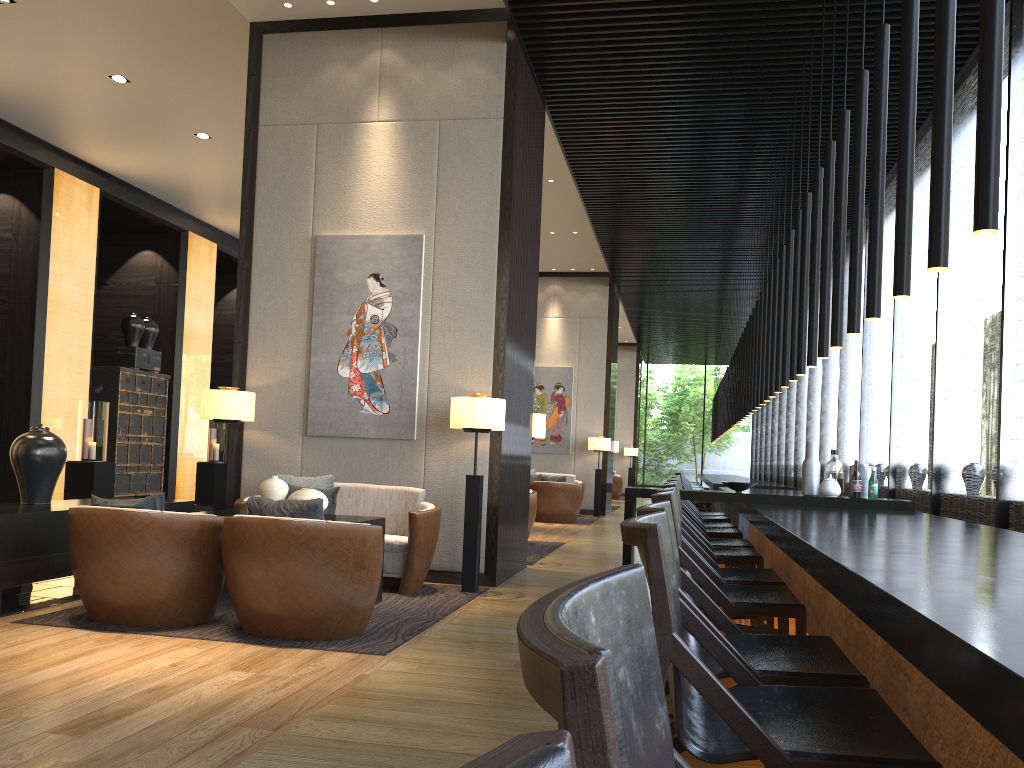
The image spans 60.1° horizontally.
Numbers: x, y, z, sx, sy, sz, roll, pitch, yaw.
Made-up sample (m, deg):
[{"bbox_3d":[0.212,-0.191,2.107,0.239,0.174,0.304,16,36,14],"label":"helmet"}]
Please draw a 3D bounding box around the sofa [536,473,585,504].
[{"bbox_3d":[0.499,1.838,14.852,1.448,0.692,0.604,2,-3,11],"label":"sofa"}]

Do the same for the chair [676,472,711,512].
[{"bbox_3d":[2.581,1.674,12.609,0.563,0.826,0.527,2,-2,11],"label":"chair"}]

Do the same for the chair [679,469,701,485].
[{"bbox_3d":[4.354,2.509,21.737,0.563,0.826,0.527,2,-2,11],"label":"chair"}]

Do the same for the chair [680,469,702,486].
[{"bbox_3d":[4.040,2.361,20.122,0.563,0.826,0.527,2,-2,11],"label":"chair"}]

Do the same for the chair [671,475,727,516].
[{"bbox_3d":[1.772,1.293,8.446,0.563,0.826,0.527,2,-2,11],"label":"chair"}]

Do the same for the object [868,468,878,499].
[{"bbox_3d":[2.255,0.620,5.527,0.056,0.197,0.056,2,-2,13],"label":"object"}]

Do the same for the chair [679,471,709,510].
[{"bbox_3d":[2.785,1.770,13.660,0.563,0.826,0.527,2,-2,11],"label":"chair"}]

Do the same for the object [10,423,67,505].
[{"bbox_3d":[-2.910,0.489,5.437,0.311,0.492,0.312,1,-3,30],"label":"object"}]

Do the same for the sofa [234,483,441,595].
[{"bbox_3d":[-1.193,1.042,6.146,1.448,0.692,0.604,2,-3,11],"label":"sofa"}]

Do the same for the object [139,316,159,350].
[{"bbox_3d":[-5.231,-0.728,12.686,0.311,0.492,0.312,3,-2,-8],"label":"object"}]

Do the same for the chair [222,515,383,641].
[{"bbox_3d":[-1.069,0.944,4.372,0.803,0.603,0.608,2,-3,11],"label":"chair"}]

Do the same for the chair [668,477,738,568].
[{"bbox_3d":[1.469,1.150,6.888,0.563,0.826,0.527,2,-2,11],"label":"chair"}]

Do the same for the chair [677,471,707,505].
[{"bbox_3d":[3.099,1.918,15.276,0.563,0.826,0.527,2,-2,11],"label":"chair"}]

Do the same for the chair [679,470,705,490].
[{"bbox_3d":[3.413,2.066,16.891,0.563,0.826,0.527,2,-2,11],"label":"chair"}]

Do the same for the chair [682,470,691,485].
[{"bbox_3d":[4.150,2.413,20.686,0.563,0.826,0.527,2,-2,11],"label":"chair"}]

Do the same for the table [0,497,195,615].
[{"bbox_3d":[-2.754,1.001,5.460,0.620,0.512,1.966,2,-5,11],"label":"table"}]

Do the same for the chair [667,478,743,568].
[{"bbox_3d":[1.360,1.099,6.324,0.563,0.826,0.527,2,-2,11],"label":"chair"}]

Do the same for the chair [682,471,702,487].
[{"bbox_3d":[3.836,2.265,19.071,0.563,0.826,0.527,2,-2,11],"label":"chair"}]

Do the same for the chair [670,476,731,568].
[{"bbox_3d":[1.662,1.241,7.882,0.563,0.826,0.527,2,-2,11],"label":"chair"}]

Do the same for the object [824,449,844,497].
[{"bbox_3d":[2.098,0.579,5.766,0.129,0.305,0.129,3,-2,-3],"label":"object"}]

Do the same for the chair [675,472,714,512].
[{"bbox_3d":[2.471,1.622,12.045,0.563,0.826,0.527,2,-2,11],"label":"chair"}]

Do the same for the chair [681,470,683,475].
[{"bbox_3d":[3.208,1.969,15.840,0.563,0.826,0.527,2,-2,11],"label":"chair"}]

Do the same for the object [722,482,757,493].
[{"bbox_3d":[1.490,0.681,5.818,0.227,0.067,0.228,1,-5,14],"label":"object"}]

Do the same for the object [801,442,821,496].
[{"bbox_3d":[1.944,0.552,5.752,0.113,0.344,0.113,2,-2,6],"label":"object"}]

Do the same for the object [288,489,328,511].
[{"bbox_3d":[-1.240,0.720,5.371,0.245,0.167,0.246,1,-4,14],"label":"object"}]

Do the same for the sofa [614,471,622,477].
[{"bbox_3d":[2.220,2.649,23.709,1.448,0.692,0.604,2,-3,11],"label":"sofa"}]

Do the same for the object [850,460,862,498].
[{"bbox_3d":[2.170,0.601,5.584,0.067,0.237,0.067,2,-2,5],"label":"object"}]

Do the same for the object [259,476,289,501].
[{"bbox_3d":[-1.442,0.673,5.355,0.171,0.235,0.171,5,-4,-44],"label":"object"}]

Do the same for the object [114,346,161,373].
[{"bbox_3d":[-5.273,-0.339,12.504,0.365,0.314,0.608,2,-4,11],"label":"object"}]

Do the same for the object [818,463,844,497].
[{"bbox_3d":[2.016,0.606,5.610,0.135,0.217,0.136,2,-2,-2],"label":"object"}]

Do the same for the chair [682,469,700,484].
[{"bbox_3d":[4.464,2.561,22.302,0.563,0.826,0.527,2,-2,11],"label":"chair"}]

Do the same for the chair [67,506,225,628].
[{"bbox_3d":[-1.908,0.923,4.536,0.803,0.603,0.608,2,-3,11],"label":"chair"}]

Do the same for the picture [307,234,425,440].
[{"bbox_3d":[-1.082,-0.354,6.545,0.834,1.499,0.037,2,-1,11],"label":"picture"}]

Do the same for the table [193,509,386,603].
[{"bbox_3d":[-1.364,1.052,5.333,1.041,0.516,0.577,2,-3,11],"label":"table"}]

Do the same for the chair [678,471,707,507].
[{"bbox_3d":[2.895,1.822,14.224,0.563,0.826,0.527,2,-2,11],"label":"chair"}]

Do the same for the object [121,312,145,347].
[{"bbox_3d":[-5.295,-0.758,12.360,0.312,0.492,0.312,3,-3,-23],"label":"object"}]

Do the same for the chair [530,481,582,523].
[{"bbox_3d":[0.622,1.741,13.078,0.803,0.603,0.608,2,-3,11],"label":"chair"}]

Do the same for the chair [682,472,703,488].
[{"bbox_3d":[3.727,2.213,18.507,0.563,0.826,0.527,2,-2,11],"label":"chair"}]

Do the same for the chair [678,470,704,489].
[{"bbox_3d":[3.522,2.117,17.455,0.563,0.826,0.527,2,-2,11],"label":"chair"}]

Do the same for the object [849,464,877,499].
[{"bbox_3d":[2.250,0.622,5.682,0.168,0.219,0.169,2,-3,6],"label":"object"}]

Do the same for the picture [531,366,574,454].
[{"bbox_3d":[0.622,0.449,15.319,0.834,1.499,0.037,2,-1,11],"label":"picture"}]

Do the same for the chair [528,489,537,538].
[{"bbox_3d":[-0.117,1.430,9.722,0.803,0.603,0.608,2,-3,11],"label":"chair"}]
